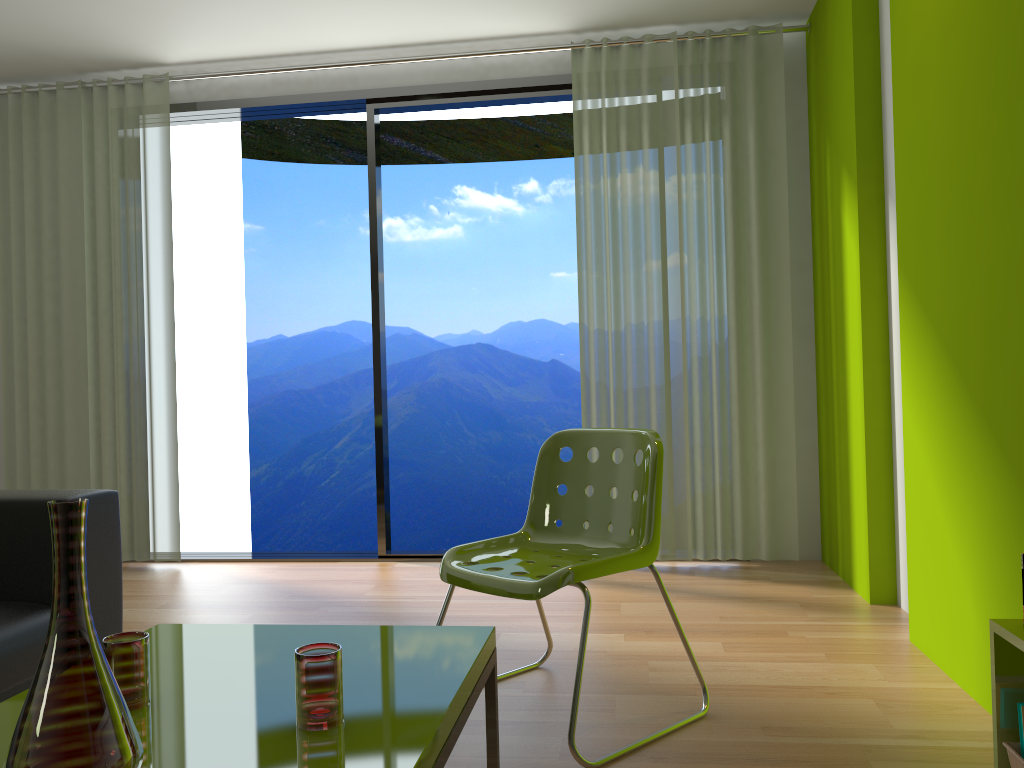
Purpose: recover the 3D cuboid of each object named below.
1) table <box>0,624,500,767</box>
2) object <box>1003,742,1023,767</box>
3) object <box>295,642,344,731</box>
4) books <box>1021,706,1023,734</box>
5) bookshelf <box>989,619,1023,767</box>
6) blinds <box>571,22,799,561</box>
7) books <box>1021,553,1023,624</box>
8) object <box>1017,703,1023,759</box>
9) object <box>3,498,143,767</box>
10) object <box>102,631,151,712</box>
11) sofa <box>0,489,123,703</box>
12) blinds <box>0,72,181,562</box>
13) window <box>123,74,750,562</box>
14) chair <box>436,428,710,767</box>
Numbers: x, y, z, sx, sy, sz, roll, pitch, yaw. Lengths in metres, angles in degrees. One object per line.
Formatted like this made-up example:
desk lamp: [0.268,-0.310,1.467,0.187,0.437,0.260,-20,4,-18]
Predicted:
table: [-0.545,0.727,1.214,0.810,0.349,1.682,-2,0,8]
object: [1.063,0.774,1.582,0.213,0.129,0.367,-2,0,8]
object: [-0.312,0.490,1.438,0.076,0.122,0.075,-2,-1,42]
books: [1.082,0.730,1.713,0.158,0.202,0.051,-2,0,8]
bookshelf: [1.030,0.664,0.995,0.306,0.378,1.630,-2,0,8]
blinds: [0.830,-0.428,4.322,1.012,2.568,0.067,-2,0,8]
books: [1.058,0.407,1.562,0.147,0.150,0.370,-2,0,8]
object: [1.085,0.731,1.737,0.158,0.200,0.040,-2,0,8]
object: [-0.584,0.355,1.177,0.168,0.400,0.168,-2,0,-7]
object: [-0.670,0.501,1.542,0.076,0.122,0.075,-2,-1,42]
sofa: [-1.789,0.621,1.400,1.061,0.639,2.583,-2,0,8]
blinds: [-2.260,-0.339,4.740,1.012,2.568,0.067,-2,0,8]
window: [-0.496,-0.306,4.727,3.336,2.498,0.219,-2,0,8]
chair: [0.120,0.513,2.420,0.546,0.759,0.640,-1,-1,-44]
